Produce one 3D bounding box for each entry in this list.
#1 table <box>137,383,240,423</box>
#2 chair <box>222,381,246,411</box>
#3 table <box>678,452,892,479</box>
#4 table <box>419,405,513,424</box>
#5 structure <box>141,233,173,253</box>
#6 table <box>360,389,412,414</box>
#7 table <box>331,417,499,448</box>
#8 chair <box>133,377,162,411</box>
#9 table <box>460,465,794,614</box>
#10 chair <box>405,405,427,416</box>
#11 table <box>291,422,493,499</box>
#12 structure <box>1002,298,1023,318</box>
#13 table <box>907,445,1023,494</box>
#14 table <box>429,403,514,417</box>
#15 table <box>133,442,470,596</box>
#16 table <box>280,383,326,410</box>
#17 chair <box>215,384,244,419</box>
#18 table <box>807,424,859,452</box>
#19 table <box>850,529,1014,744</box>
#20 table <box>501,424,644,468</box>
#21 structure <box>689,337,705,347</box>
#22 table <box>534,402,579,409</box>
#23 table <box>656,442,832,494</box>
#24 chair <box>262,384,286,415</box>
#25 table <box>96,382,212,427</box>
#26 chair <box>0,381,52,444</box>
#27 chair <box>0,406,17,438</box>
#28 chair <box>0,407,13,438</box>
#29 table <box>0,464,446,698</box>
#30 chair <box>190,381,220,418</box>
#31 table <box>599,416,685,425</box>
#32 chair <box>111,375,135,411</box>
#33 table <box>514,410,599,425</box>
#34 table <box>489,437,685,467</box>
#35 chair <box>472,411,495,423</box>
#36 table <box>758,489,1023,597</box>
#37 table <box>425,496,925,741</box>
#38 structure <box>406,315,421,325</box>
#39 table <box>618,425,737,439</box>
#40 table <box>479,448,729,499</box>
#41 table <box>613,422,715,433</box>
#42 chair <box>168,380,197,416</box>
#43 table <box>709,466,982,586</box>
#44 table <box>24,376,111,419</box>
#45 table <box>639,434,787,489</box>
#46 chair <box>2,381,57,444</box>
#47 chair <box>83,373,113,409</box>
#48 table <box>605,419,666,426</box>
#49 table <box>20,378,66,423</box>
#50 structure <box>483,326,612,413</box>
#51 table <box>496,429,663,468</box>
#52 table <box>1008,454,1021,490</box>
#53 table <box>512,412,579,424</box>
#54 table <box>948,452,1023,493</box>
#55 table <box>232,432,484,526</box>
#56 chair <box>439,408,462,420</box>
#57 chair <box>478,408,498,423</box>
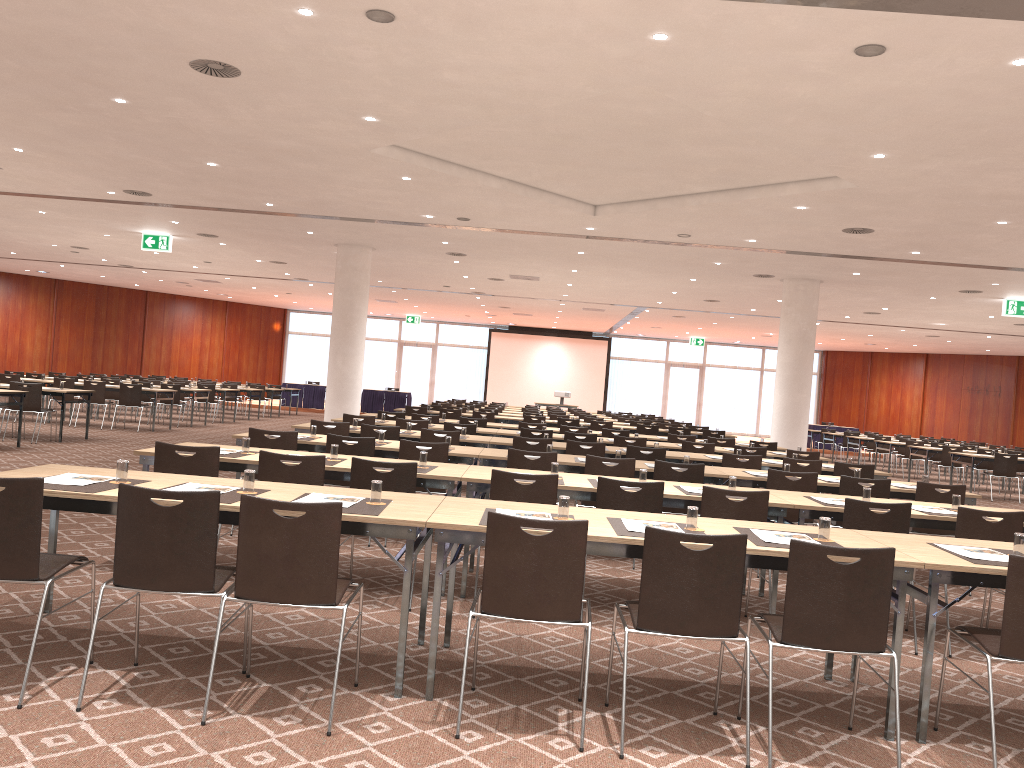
[{"bbox_3d":[-8.123,0.471,22.218,2.267,0.833,0.953,5,0,1],"label":"table"},{"bbox_3d":[-8.613,0.388,27.549,0.535,0.939,0.613,5,0,0],"label":"chair"},{"bbox_3d":[3.114,1.337,10.466,2.267,0.833,0.953,5,0,1],"label":"table"},{"bbox_3d":[-1.150,1.021,22.063,2.267,0.833,0.953,5,0,1],"label":"table"},{"bbox_3d":[-7.271,-2.893,18.159,0.587,0.346,0.105,5,0,1],"label":"structure"},{"bbox_3d":[-4.443,0.655,31.359,1.712,0.832,1.041,5,0,1],"label":"table"},{"bbox_3d":[-1.365,0.987,12.566,2.267,0.833,0.953,5,0,1],"label":"table"},{"bbox_3d":[-9.701,0.295,23.654,0.535,0.939,0.613,5,0,-2],"label":"chair"},{"bbox_3d":[0.761,1.144,6.517,2.267,0.833,0.953,5,0,1],"label":"table"},{"bbox_3d":[-1.894,0.901,17.480,0.535,0.939,0.614,5,0,3],"label":"chair"},{"bbox_3d":[-1.411,0.980,10.566,2.267,0.833,0.953,5,0,1],"label":"table"},{"bbox_3d":[10.151,-1.517,17.773,0.587,0.346,0.105,5,0,1],"label":"structure"},{"bbox_3d":[10.144,1.910,19.812,2.267,0.833,0.953,5,0,1],"label":"table"},{"bbox_3d":[-1.104,1.028,24.062,2.267,0.833,0.953,5,0,1],"label":"table"},{"bbox_3d":[-1.501,0.966,6.567,2.267,0.833,0.953,5,0,1],"label":"table"},{"bbox_3d":[-7.278,0.431,31.422,1.712,0.832,1.041,5,0,1],"label":"table"},{"bbox_3d":[-7.463,0.472,23.523,0.535,0.939,0.614,5,0,3],"label":"chair"},{"bbox_3d":[11.175,1.889,31.013,1.712,0.832,1.041,5,0,1],"label":"table"},{"bbox_3d":[2.978,1.316,4.468,2.267,0.833,0.953,5,0,1],"label":"table"},{"bbox_3d":[0.943,1.173,14.515,2.267,0.833,0.953,5,0,1],"label":"table"},{"bbox_3d":[7.465,-1.698,35.775,0.587,0.346,0.105,5,0,1],"label":"structure"},{"bbox_3d":[1.520,1.126,31.244,1.539,0.832,0.953,5,0,1],"label":"table"},{"bbox_3d":[3.160,1.345,12.465,2.267,0.833,0.953,5,0,1],"label":"table"},{"bbox_3d":[-7.360,0.487,27.522,0.535,0.939,0.614,5,0,2],"label":"chair"},{"bbox_3d":[-8.169,0.463,20.218,2.267,0.833,0.953,5,0,1],"label":"table"},{"bbox_3d":[-7.673,0.438,14.033,0.535,0.939,0.613,5,0,-1],"label":"chair"},{"bbox_3d":[-8.294,0.389,14.121,0.535,0.939,0.613,5,0,2],"label":"chair"},{"bbox_3d":[-8.343,0.385,14.122,0.535,0.939,0.613,5,0,-1],"label":"chair"},{"bbox_3d":[-1.547,0.959,4.568,2.267,0.833,0.953,5,0,1],"label":"table"},{"bbox_3d":[-8.146,0.418,23.620,0.535,0.939,0.614,5,0,3],"label":"chair"},{"bbox_3d":[3.420,1.386,23.962,2.267,0.833,0.953,5,0,1],"label":"table"},{"bbox_3d":[-10.413,0.239,23.588,0.535,0.939,0.613,5,0,4],"label":"chair"},{"bbox_3d":[1.158,1.207,24.012,2.267,0.833,0.953,5,0,1],"label":"table"},{"bbox_3d":[0.852,1.159,10.516,2.267,0.833,0.953,5,0,1],"label":"table"},{"bbox_3d":[-0.580,1.005,17.416,0.535,0.939,0.613,5,0,2],"label":"chair"},{"bbox_3d":[3.023,1.323,6.467,2.267,0.833,0.953,5,0,1],"label":"table"},{"bbox_3d":[0.716,1.137,4.518,2.267,0.833,0.953,5,0,1],"label":"table"},{"bbox_3d":[-4.012,-2.604,36.029,0.587,0.346,0.105,5,0,1],"label":"structure"},{"bbox_3d":[3.284,1.364,17.964,2.267,0.833,0.953,5,0,1],"label":"table"},{"bbox_3d":[0.806,1.152,8.517,2.267,0.833,0.953,5,0,1],"label":"table"},{"bbox_3d":[3.330,1.371,19.963,2.267,0.833,0.953,5,0,1],"label":"table"},{"bbox_3d":[-8.766,0.369,23.692,0.535,0.939,0.613,5,0,2],"label":"chair"},{"bbox_3d":[3.069,1.330,8.467,2.267,0.833,0.953,5,0,1],"label":"table"},{"bbox_3d":[-10.431,0.285,20.268,2.267,0.833,0.953,5,0,1],"label":"table"},{"bbox_3d":[3.205,1.352,14.465,2.267,0.833,0.953,5,0,1],"label":"table"},{"bbox_3d":[-7.593,0.444,14.031,0.535,0.939,0.613,5,0,1],"label":"chair"},{"bbox_3d":[-11.046,0.189,23.743,0.535,0.939,0.613,5,0,-1],"label":"chair"},{"bbox_3d":[3.375,1.379,21.963,2.267,0.833,0.953,5,0,1],"label":"table"},{"bbox_3d":[-10.476,0.278,18.269,2.267,0.833,0.953,5,0,1],"label":"table"},{"bbox_3d":[1.491,-0.580,37.363,5.158,3.526,0.395,5,0,1],"label":"structure"},{"bbox_3d":[0.897,1.166,12.516,2.267,0.833,0.953,5,0,1],"label":"table"},{"bbox_3d":[12.407,2.088,19.762,2.267,0.833,0.953,5,0,1],"label":"table"},{"bbox_3d":[1.113,1.200,22.013,2.267,0.833,0.953,5,0,1],"label":"table"},{"bbox_3d":[10.099,1.903,17.813,2.267,0.833,0.953,5,0,1],"label":"table"},{"bbox_3d":[-1.456,0.973,8.567,2.267,0.833,0.953,5,0,1],"label":"table"},{"bbox_3d":[-1.228,0.953,17.507,0.535,0.939,0.613,5,0,2],"label":"chair"},{"bbox_3d":[-0.542,1.011,19.492,0.535,0.939,0.614,5,0,2],"label":"chair"}]
